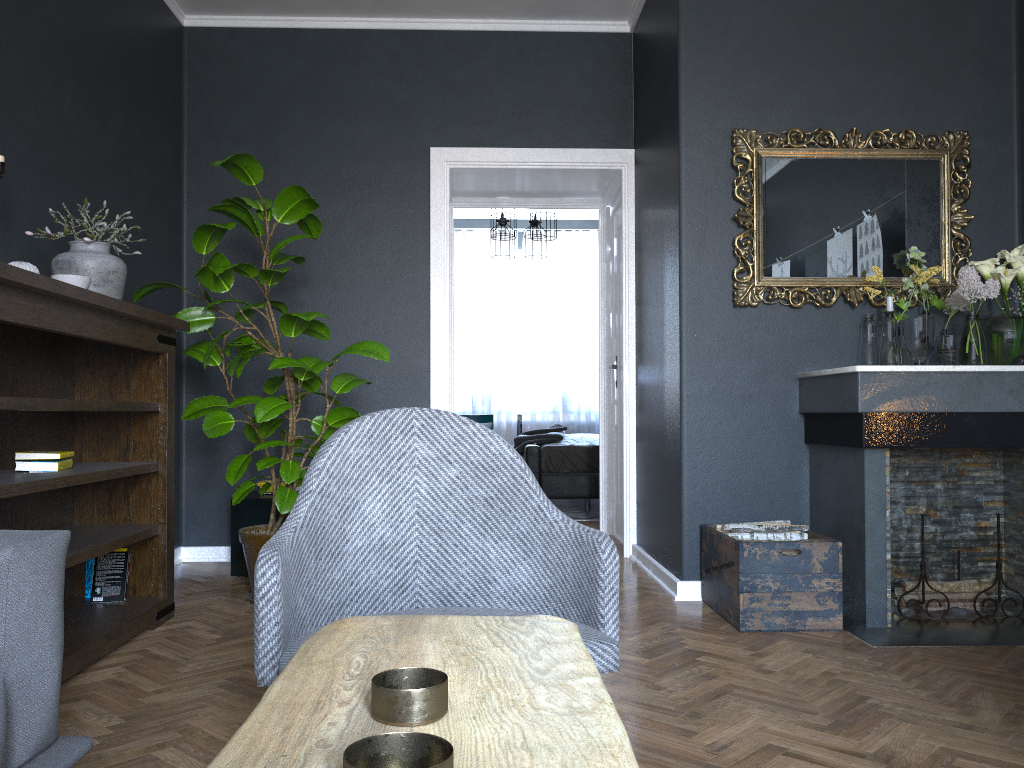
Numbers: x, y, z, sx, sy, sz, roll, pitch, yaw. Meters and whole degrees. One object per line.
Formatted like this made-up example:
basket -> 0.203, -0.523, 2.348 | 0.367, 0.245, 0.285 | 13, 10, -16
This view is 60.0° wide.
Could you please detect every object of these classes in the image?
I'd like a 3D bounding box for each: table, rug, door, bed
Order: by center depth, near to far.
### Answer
table -> -0.064, 0.547, 0.713 | 0.339, 0.549, 0.788 | 0, -2, -2
door -> 0.715, -0.112, 5.450 | 0.162, 2.186, 0.857 | 0, -1, -2
rug -> 0.633, 1.060, 7.662 | 1.458, 0.013, 2.046 | 0, -2, -2
bed -> 1.144, 0.480, 7.725 | 2.375, 1.161, 2.266 | 0, -2, -2

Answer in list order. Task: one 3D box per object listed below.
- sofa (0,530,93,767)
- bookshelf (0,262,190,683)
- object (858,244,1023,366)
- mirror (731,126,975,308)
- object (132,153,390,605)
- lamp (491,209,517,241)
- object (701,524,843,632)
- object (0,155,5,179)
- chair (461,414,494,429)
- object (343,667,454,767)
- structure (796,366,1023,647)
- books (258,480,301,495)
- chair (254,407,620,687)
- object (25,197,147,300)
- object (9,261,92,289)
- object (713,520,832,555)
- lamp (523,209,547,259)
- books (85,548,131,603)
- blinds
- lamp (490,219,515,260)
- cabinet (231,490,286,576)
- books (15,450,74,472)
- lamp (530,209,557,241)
sofa -> -1.158, 0.416, 0.464 | 0.970, 0.798, 2.341 | 0, -2, -3
bookshelf -> -1.481, 0.305, 2.585 | 0.451, 1.171, 1.919 | 0, -2, -2
object -> 1.846, -0.328, 3.637 | 0.727, 0.546, 0.474 | 0, -1, 1
mirror -> 1.475, -0.719, 3.838 | 1.056, 0.784, 0.067 | 0, -1, -2
object -> -1.099, -0.009, 3.871 | 1.118, 1.898, 0.764 | 0, -1, -8
lamp -> -0.072, -1.592, 7.530 | 0.210, 0.714, 0.210 | 0, -1, 11
object -> 1.007, 0.750, 3.505 | 0.383, 0.326, 0.552 | 0, -2, -2
object -> -1.607, -0.498, 2.636 | 0.145, 0.437, 0.130 | -1, -1, 34
chair -> -0.385, 0.712, 9.123 | 0.435, 0.798, 0.592 | 0, -1, -2
object -> -0.087, 0.253, 0.582 | 0.103, 0.033, 0.369 | 0, -2, 8
structure -> 1.741, 0.430, 3.459 | 1.065, 0.980, 0.834 | 0, -1, -2
books -> -1.205, 0.537, 4.612 | 0.214, 0.066, 0.162 | 0, -2, -7
chair -> -0.156, 0.446, 1.643 | 0.645, 0.811, 0.495 | 0, -1, -24
object -> -1.496, -0.468, 3.131 | 0.385, 0.412, 0.275 | 1, -2, -24
object -> -1.464, -0.326, 2.793 | 0.255, 0.103, 0.118 | 1, -2, -37
object -> 1.011, 0.674, 3.508 | 0.370, 0.246, 0.533 | 0, -2, -2
lamp -> 0.216, -1.547, 8.238 | 0.210, 0.747, 0.210 | 0, -1, 12
books -> -1.545, 0.734, 3.399 | 0.179, 0.193, 0.122 | 0, -1, 1
blinds -> 0.153, -0.273, 9.574 | 3.992, 2.788, 0.312 | 0, -1, -2
lamp -> -0.083, -1.528, 7.918 | 0.210, 0.804, 0.210 | 0, -1, 12
cabinet -> -1.061, 0.763, 4.581 | 0.650, 0.390, 0.456 | 0, -2, -2
books -> -1.527, 0.279, 2.941 | 0.174, 0.113, 0.197 | 0, -2, -13
lamp -> 0.256, -1.570, 7.251 | 0.210, 0.769, 0.210 | 0, -1, 11
